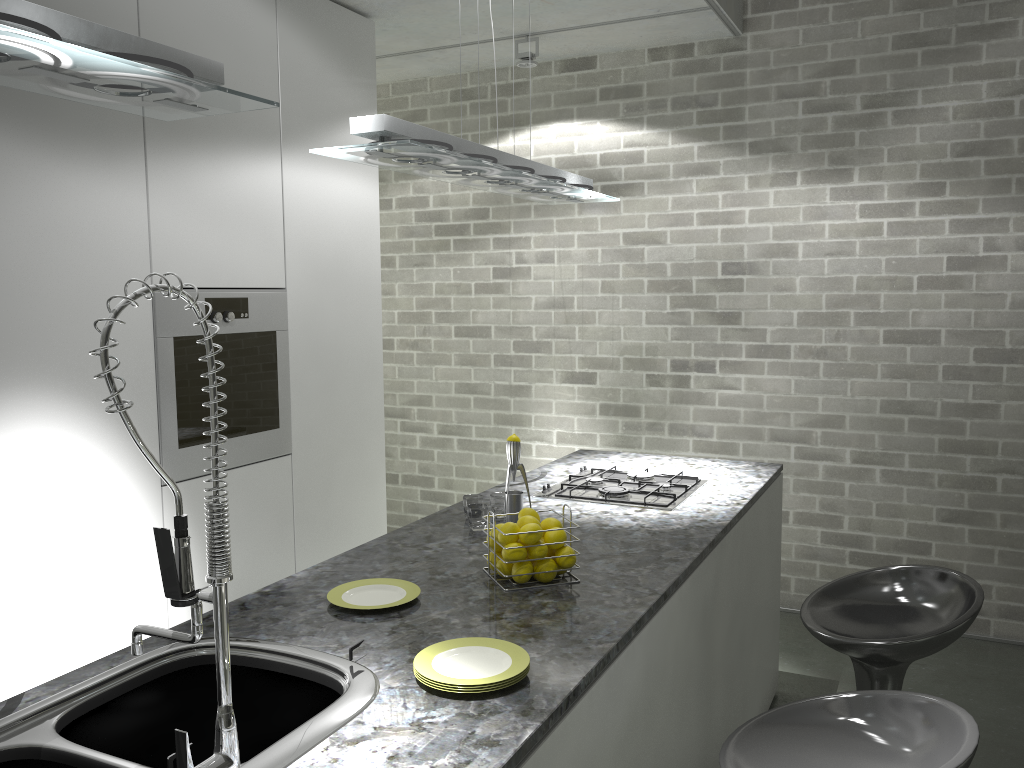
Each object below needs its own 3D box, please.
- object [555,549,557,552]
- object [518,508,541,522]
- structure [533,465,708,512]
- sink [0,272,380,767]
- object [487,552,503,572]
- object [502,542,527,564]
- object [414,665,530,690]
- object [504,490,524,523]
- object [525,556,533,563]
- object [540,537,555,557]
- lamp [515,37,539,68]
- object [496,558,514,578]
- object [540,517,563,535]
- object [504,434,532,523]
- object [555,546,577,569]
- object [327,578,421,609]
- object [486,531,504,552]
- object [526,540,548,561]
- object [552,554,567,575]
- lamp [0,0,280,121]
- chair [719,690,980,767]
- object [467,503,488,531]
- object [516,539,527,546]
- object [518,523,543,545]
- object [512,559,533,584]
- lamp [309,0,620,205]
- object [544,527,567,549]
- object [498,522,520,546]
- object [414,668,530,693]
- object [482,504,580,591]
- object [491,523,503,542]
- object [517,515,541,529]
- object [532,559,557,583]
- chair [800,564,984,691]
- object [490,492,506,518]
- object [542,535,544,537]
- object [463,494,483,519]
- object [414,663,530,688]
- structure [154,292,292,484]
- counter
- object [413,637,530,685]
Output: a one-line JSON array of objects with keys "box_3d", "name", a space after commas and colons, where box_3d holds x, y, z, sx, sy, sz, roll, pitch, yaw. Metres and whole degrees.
[{"box_3d": [0.107, 0.417, 2.264, 0.051, 0.055, 0.061, -1, 6, -5], "name": "object"}, {"box_3d": [0.045, 0.350, 2.296, 0.059, 0.060, 0.050, 1, 6, 15], "name": "object"}, {"box_3d": [0.403, 0.364, 3.211, 0.500, 0.038, 0.500, 2, 6, 26], "name": "structure"}, {"box_3d": [-0.635, 0.353, 1.329, 0.546, 1.023, 0.987, 2, 6, 26], "name": "sink"}, {"box_3d": [-0.037, 0.452, 2.261, 0.053, 0.053, 0.061, -4, 7, -29], "name": "object"}, {"box_3d": [0.006, 0.410, 2.151, 0.063, 0.051, 0.053, -2, 6, -15], "name": "object"}, {"box_3d": [-0.075, 0.531, 1.657, 0.216, 0.017, 0.217, -4, 7, -31], "name": "object"}, {"box_3d": [0.007, 0.384, 2.710, 0.060, 0.106, 0.060, 2, 6, 19], "name": "object"}, {"box_3d": [0.046, 0.450, 2.221, 0.052, 0.060, 0.057, 2, 6, 22], "name": "object"}, {"box_3d": [0.082, 0.415, 2.245, 0.062, 0.053, 0.051, 2, 6, 24], "name": "object"}, {"box_3d": [0.076, -1.691, 4.518, 0.109, 0.132, 0.109, -3, 6, -22], "name": "lamp"}, {"box_3d": [-0.011, 0.458, 2.208, 0.061, 0.053, 0.053, -4, 7, -31], "name": "object"}, {"box_3d": [0.101, 0.366, 2.260, 0.063, 0.053, 0.051, 3, 7, 29], "name": "object"}, {"box_3d": [-0.002, 0.292, 2.713, 0.101, 0.288, 0.088, -4, 7, -34], "name": "object"}, {"box_3d": [0.133, 0.430, 2.200, 0.052, 0.054, 0.061, -1, 6, -7], "name": "object"}, {"box_3d": [-0.322, 0.496, 2.075, 0.216, 0.017, 0.217, -5, 7, -38], "name": "object"}, {"box_3d": [-0.037, 0.400, 2.267, 0.053, 0.055, 0.060, -4, 7, -31], "name": "object"}, {"box_3d": [0.062, 0.408, 2.178, 0.052, 0.053, 0.062, -2, 6, -12], "name": "object"}, {"box_3d": [0.114, 0.455, 2.239, 0.063, 0.053, 0.051, 2, 6, 24], "name": "object"}, {"box_3d": [-0.892, -0.928, 1.000, 0.290, 0.964, 1.490, 2, 6, 26], "name": "lamp"}, {"box_3d": [0.603, 1.054, 1.678, 0.464, 0.931, 0.457, 4, 8, 40], "name": "chair"}, {"box_3d": [-0.104, 0.405, 2.692, 0.063, 0.070, 0.064, -3, 6, -26], "name": "object"}, {"box_3d": [0.014, 0.402, 2.207, 0.051, 0.053, 0.064, 1, 6, 19], "name": "object"}, {"box_3d": [0.045, 0.365, 2.161, 0.063, 0.051, 0.053, -3, 6, -26], "name": "object"}, {"box_3d": [0.025, 0.456, 2.163, 0.052, 0.057, 0.060, 1, 6, 18], "name": "object"}, {"box_3d": [-0.047, -1.110, 2.732, 0.290, 0.964, 1.490, 2, 6, 26], "name": "lamp"}, {"box_3d": [0.107, 0.384, 2.204, 0.053, 0.052, 0.061, 3, 7, 29], "name": "object"}, {"box_3d": [-0.006, 0.368, 2.173, 0.057, 0.060, 0.052, 0, 6, 4], "name": "object"}, {"box_3d": [-0.075, 0.536, 1.657, 0.216, 0.017, 0.217, -4, 7, -31], "name": "object"}, {"box_3d": [0.046, 0.398, 2.234, 0.207, 0.174, 0.189, -3, 6, -19], "name": "object"}, {"box_3d": [-0.024, 0.376, 2.224, 0.053, 0.051, 0.063, -4, 7, -28], "name": "object"}, {"box_3d": [0.042, 0.356, 2.220, 0.063, 0.053, 0.051, 1, 6, 17], "name": "object"}, {"box_3d": [0.078, 0.458, 2.193, 0.074, 0.063, 0.064, 4, 7, 36], "name": "object"}, {"box_3d": [0.991, 0.977, 2.396, 0.464, 0.931, 0.457, 0, 6, 7], "name": "chair"}, {"box_3d": [-0.034, 0.389, 2.845, 0.063, 0.070, 0.064, 3, 7, 34], "name": "object"}, {"box_3d": [0.065, 0.398, 2.304, 0.053, 0.054, 0.061, -4, 7, -28], "name": "object"}, {"box_3d": [-0.124, 0.392, 2.820, 0.063, 0.070, 0.064, -3, 6, -26], "name": "object"}, {"box_3d": [-0.075, 0.527, 1.657, 0.216, 0.017, 0.217, -4, 7, -31], "name": "object"}, {"box_3d": [-1.082, -0.014, 3.423, 0.036, 0.680, 0.692, 2, 6, 26], "name": "structure"}, {"box_3d": [-0.238, 0.999, 1.945, 0.900, 0.960, 4.400, 2, 6, 26], "name": "counter"}, {"box_3d": [-0.075, 0.522, 1.656, 0.216, 0.017, 0.217, -4, 7, -31], "name": "object"}]
